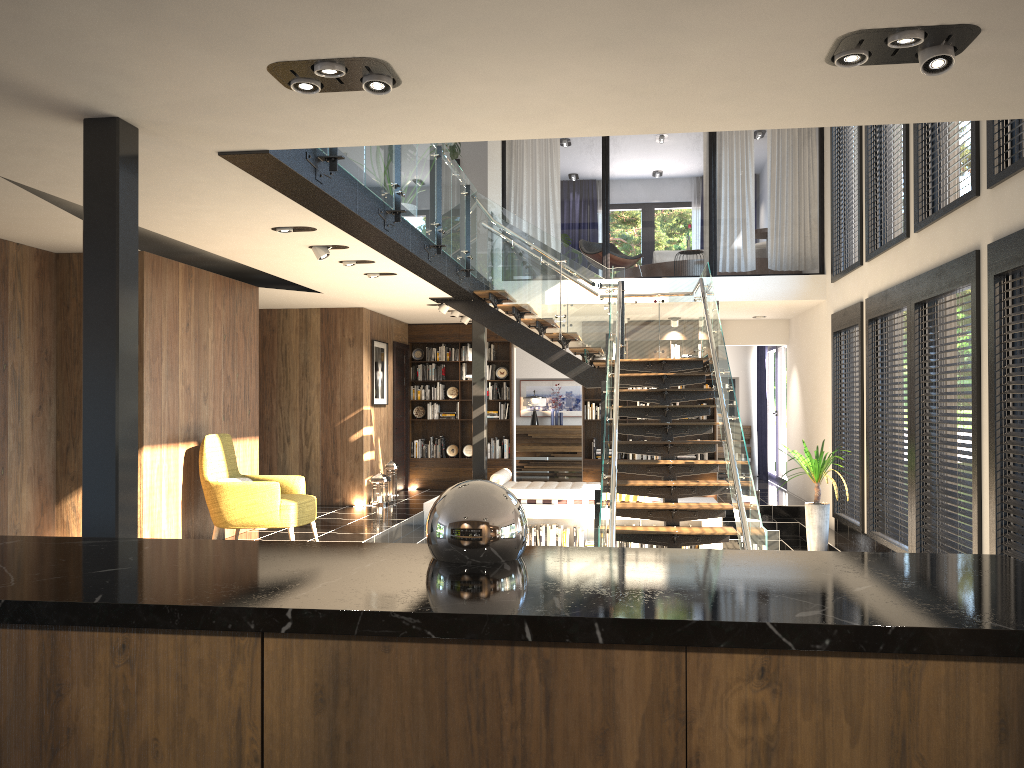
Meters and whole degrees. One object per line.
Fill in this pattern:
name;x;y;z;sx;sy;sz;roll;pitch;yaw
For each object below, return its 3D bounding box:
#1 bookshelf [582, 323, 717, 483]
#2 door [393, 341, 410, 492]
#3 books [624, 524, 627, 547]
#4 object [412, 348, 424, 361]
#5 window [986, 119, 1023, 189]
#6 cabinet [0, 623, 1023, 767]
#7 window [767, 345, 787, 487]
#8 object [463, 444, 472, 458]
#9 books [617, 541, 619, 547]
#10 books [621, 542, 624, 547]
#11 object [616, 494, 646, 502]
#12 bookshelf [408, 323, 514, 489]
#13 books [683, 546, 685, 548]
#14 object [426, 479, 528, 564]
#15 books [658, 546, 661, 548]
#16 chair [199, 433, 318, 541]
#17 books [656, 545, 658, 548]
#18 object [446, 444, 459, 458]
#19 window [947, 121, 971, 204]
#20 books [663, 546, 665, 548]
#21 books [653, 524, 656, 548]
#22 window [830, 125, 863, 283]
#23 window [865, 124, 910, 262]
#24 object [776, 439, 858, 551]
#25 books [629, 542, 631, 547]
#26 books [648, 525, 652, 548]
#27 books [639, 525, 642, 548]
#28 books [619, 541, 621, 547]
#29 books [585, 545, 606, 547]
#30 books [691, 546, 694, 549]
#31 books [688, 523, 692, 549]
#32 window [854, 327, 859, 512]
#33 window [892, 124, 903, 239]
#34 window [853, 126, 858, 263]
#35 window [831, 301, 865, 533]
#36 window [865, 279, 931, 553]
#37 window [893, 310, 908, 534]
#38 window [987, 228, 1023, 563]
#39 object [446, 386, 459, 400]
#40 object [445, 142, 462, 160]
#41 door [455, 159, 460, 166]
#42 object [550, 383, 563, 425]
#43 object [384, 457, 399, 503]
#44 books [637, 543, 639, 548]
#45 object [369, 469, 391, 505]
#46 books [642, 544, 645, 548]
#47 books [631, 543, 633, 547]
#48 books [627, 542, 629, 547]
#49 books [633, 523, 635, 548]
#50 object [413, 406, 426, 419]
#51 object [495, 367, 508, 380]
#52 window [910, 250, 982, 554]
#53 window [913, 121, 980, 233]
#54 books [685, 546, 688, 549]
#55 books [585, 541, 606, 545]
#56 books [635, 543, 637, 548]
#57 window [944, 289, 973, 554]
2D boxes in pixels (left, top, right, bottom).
bookshelf;2.168;0.352;14.070;2.090;2.682;0.273;0;-1;8
door;-1.778;0.531;13.968;0.104;2.347;0.931;0;-1;8
books;1.447;1.954;11.334;0.035;0.305;0.151;0;-1;8
object;-1.540;-0.478;14.535;0.212;0.222;0.082;0;-1;8
window;3.359;-2.597;5.416;0.358;2.475;1.393;0;-1;8
cabinet;-0.722;0.920;1.862;3.564;0.994;0.698;0;-1;8
window;4.685;0.493;15.552;0.184;2.475;2.981;0;-1;8
object;-0.697;1.093;14.407;0.212;0.222;0.082;0;-1;8
books;1.359;1.966;11.360;0.030;0.284;0.176;0;-1;8
books;1.414;1.973;11.334;0.029;0.268;0.146;0;-1;8
object;1.544;1.568;11.719;0.466;0.510;1.167;0;-1;7
bookshelf;-0.831;0.366;14.468;1.703;2.682;0.273;0;-1;8
books;2.179;1.961;11.238;0.039;0.284;0.199;0;-1;8
object;-0.077;0.325;1.968;0.227;0.228;0.227;0;-1;-32
books;1.869;1.990;11.257;0.032;0.229;0.228;0;-1;8
chair;-2.397;1.022;8.412;1.030;1.097;0.807;0;-1;7
books;1.842;1.977;11.292;0.030;0.256;0.160;0;-1;8
object;-0.970;1.095;14.448;0.212;0.222;0.082;0;-1;8
window;3.637;-2.561;6.970;0.005;2.297;1.221;0;-1;8
books;1.937;1.962;11.283;0.026;0.284;0.177;0;-1;8
books;1.812;1.949;11.283;0.027;0.312;0.189;0;-1;8
window;3.988;-2.489;10.151;0.358;2.475;1.393;0;-1;8
window;3.778;-2.525;8.569;0.358;2.475;1.393;0;-1;8
object;3.333;1.283;9.740;0.876;1.338;0.830;0;-1;-3
books;1.499;1.962;11.298;0.026;0.287;0.204;0;-1;8
books;1.767;1.958;11.303;0.066;0.293;0.142;0;-1;8
books;1.640;1.947;11.306;0.033;0.318;0.152;0;-1;8
books;1.385;1.973;11.330;0.029;0.268;0.173;0;-1;8
books;1.071;2.073;11.395;0.261;0.024;0.167;0;-1;4
books;2.280;1.966;11.209;0.030;0.273;0.185;0;-1;8
books;2.246;1.938;11.224;0.042;0.328;0.205;0;-1;8
window;4.062;0.368;10.108;0.005;2.297;1.221;0;-1;8
window;3.847;-2.525;8.552;0.005;2.297;1.221;0;-1;8
window;4.057;-2.489;10.134;0.005;2.297;1.221;0;-1;8
window;3.993;0.369;10.125;0.358;2.475;1.393;0;-1;8
window;3.778;0.329;8.503;0.358;2.475;1.498;0;-1;8
window;3.847;0.328;8.485;0.005;2.297;1.313;0;-1;8
window;3.365;0.258;5.389;0.358;2.475;1.393;0;-1;8
object;-0.969;0.149;14.478;0.212;0.222;0.082;0;-1;8
object;-1.105;-2.199;9.105;1.464;1.554;1.260;0;-1;-4
door;-1.302;-2.471;14.465;0.931;2.347;0.104;0;-1;8
object;0.896;0.417;17.782;0.272;0.860;0.270;0;-1;22
object;-1.691;1.340;12.441;0.182;0.642;0.182;0;-1;8
books;1.611;1.990;11.314;0.028;0.231;0.158;0;-1;8
object;-1.820;1.415;12.225;0.262;0.483;0.262;0;-1;8
books;1.672;1.979;11.286;0.036;0.253;0.178;0;-1;8
books;1.528;1.971;11.315;0.027;0.270;0.188;0;-1;8
books;1.481;1.972;11.363;0.026;0.270;0.128;0;-1;8
books;1.558;1.943;11.332;0.029;0.326;0.153;0;-1;8
object;-1.521;0.468;14.548;0.212;0.222;0.082;0;-1;8
object;-0.164;-0.171;14.356;0.212;0.222;0.082;0;-1;8
window;3.581;0.295;7.020;0.358;2.475;1.498;0;-1;8
window;3.568;-2.561;6.987;0.358;2.475;1.393;0;-1;8
books;2.209;1.960;11.215;0.028;0.285;0.210;0;-1;8
books;1.071;2.049;11.400;0.274;0.025;0.156;0;-1;4
books;1.586;1.994;11.335;0.026;0.226;0.132;0;-1;8
window;3.651;0.294;7.002;0.005;2.297;1.313;0;-1;8
